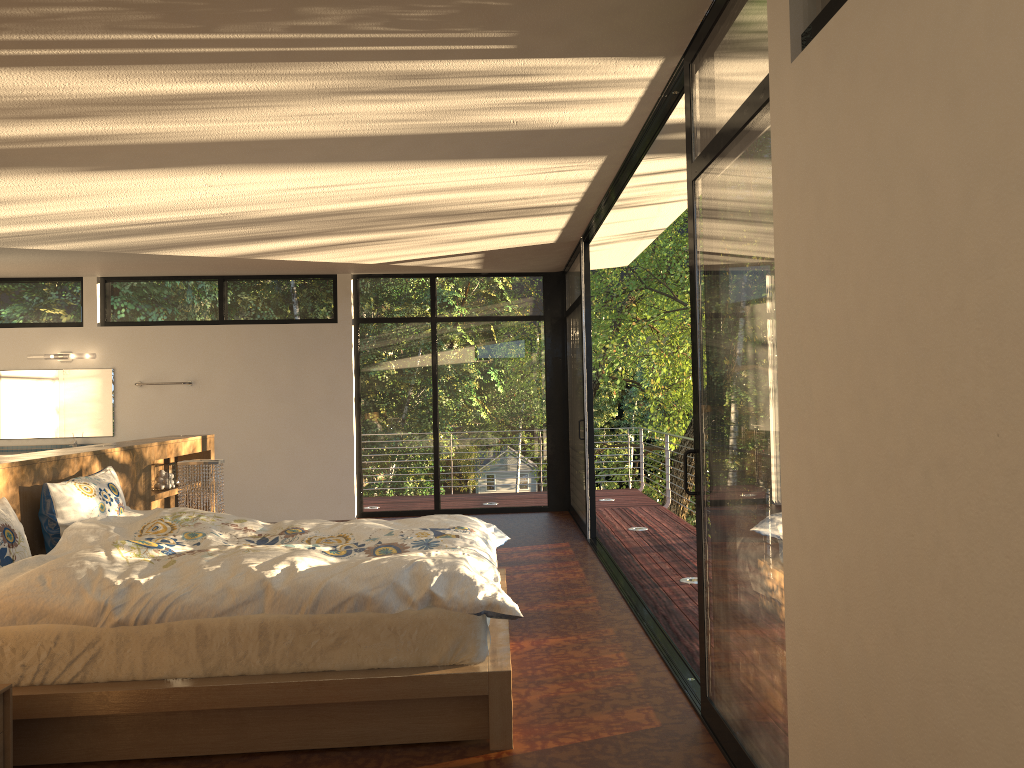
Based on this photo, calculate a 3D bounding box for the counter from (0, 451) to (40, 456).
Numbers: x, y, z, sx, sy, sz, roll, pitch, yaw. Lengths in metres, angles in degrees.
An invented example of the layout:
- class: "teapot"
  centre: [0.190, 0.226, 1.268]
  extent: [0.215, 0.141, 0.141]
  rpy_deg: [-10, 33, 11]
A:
- class: "counter"
  centre: [-4.872, 0.711, 8.321]
  extent: [2.292, 0.111, 0.547]
  rpy_deg: [-1, -1, -5]

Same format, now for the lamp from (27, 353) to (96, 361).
- class: "lamp"
  centre: [-4.369, -0.266, 8.610]
  extent: [0.624, 0.070, 0.117]
  rpy_deg: [-1, -1, -5]

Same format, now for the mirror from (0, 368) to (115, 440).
- class: "mirror"
  centre: [-4.894, 0.203, 8.636]
  extent: [1.970, 0.678, 0.099]
  rpy_deg: [-1, -1, -5]

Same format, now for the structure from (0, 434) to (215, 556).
- class: "structure"
  centre: [-2.285, 0.824, 3.620]
  extent: [0.309, 0.974, 5.769]
  rpy_deg: [-1, -1, -1]

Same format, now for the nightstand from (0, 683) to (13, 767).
- class: "nightstand"
  centre: [-1.792, 1.111, 2.356]
  extent: [0.479, 0.347, 0.772]
  rpy_deg: [-1, -1, -2]

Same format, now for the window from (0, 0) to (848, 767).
- class: "window"
  centre: [-2.633, 0.065, 3.887]
  extent: [6.878, 2.514, 10.261]
  rpy_deg: [-1, -1, -3]

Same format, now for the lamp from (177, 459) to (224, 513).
- class: "lamp"
  centre: [-1.882, 0.827, 5.406]
  extent: [0.262, 0.730, 0.162]
  rpy_deg: [-1, -1, -4]

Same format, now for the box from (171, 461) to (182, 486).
- class: "box"
  centre: [-2.283, 0.618, 6.121]
  extent: [0.134, 0.156, 0.156]
  rpy_deg: [-1, -1, -3]

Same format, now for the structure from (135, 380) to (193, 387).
- class: "structure"
  centre: [-3.438, -0.002, 8.724]
  extent: [0.541, 0.056, 0.197]
  rpy_deg: [-1, -1, -5]

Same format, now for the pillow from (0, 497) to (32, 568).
- class: "pillow"
  centre: [-2.026, 0.659, 3.318]
  extent: [0.269, 0.405, 0.600]
  rpy_deg: [-1, -1, -1]

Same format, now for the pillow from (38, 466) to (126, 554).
- class: "pillow"
  centre: [-2.011, 0.630, 4.183]
  extent: [0.253, 0.439, 0.619]
  rpy_deg: [-1, -1, 2]

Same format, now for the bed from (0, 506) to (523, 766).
- class: "bed"
  centre: [-1.053, 0.931, 3.855]
  extent: [2.164, 0.712, 1.819]
  rpy_deg: [-1, -1, -3]

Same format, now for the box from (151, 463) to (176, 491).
- class: "box"
  centre: [-2.286, 0.606, 5.792]
  extent: [0.117, 0.171, 0.124]
  rpy_deg: [-1, -1, -3]
